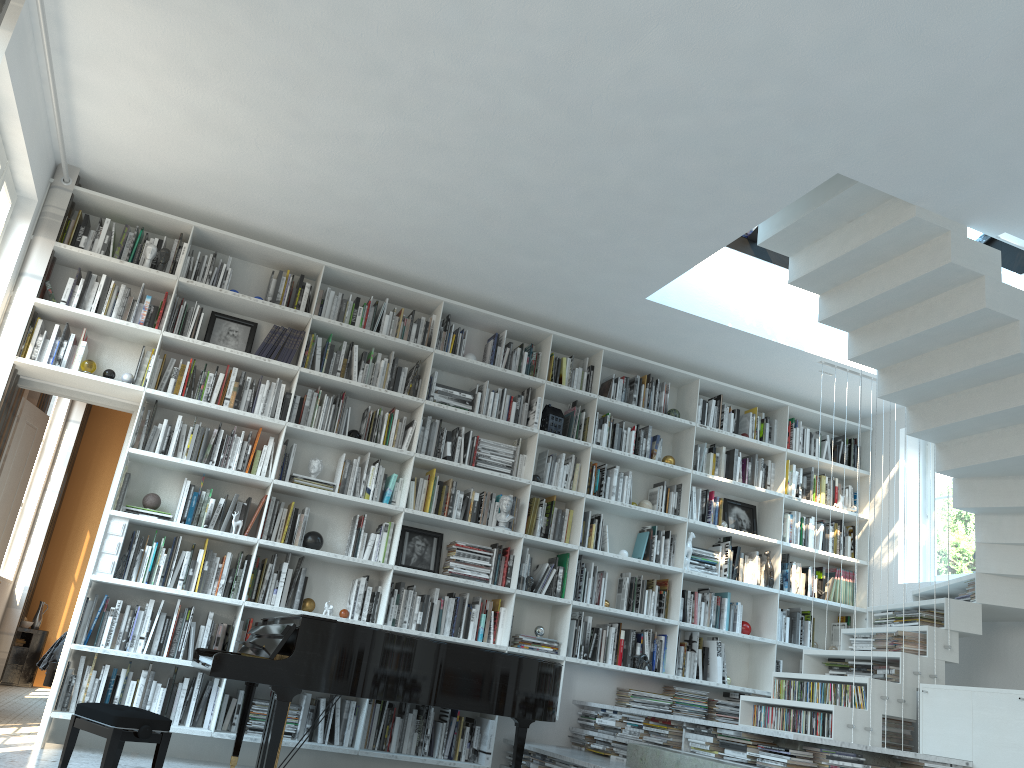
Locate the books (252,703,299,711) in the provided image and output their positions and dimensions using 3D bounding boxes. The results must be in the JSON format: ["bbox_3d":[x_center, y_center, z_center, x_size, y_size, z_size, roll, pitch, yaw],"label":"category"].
[{"bbox_3d":[-1.415,1.926,5.288,0.254,0.005,0.161,17,-21,-23],"label":"books"}]

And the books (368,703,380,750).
[{"bbox_3d":[-0.868,2.111,5.483,0.025,0.262,0.145,15,-19,-19],"label":"books"}]

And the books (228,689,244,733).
[{"bbox_3d":[-1.620,1.914,5.204,0.023,0.231,0.164,15,-20,-19],"label":"books"}]

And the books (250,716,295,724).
[{"bbox_3d":[-1.429,1.992,5.274,0.254,0.007,0.161,15,-20,-18],"label":"books"}]

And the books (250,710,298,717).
[{"bbox_3d":[-1.426,1.958,5.285,0.285,0.005,0.160,15,-20,-18],"label":"books"}]

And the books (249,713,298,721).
[{"bbox_3d":[-1.428,1.980,5.281,0.285,0.007,0.160,16,-20,-19],"label":"books"}]

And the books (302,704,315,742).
[{"bbox_3d":[-1.234,2.034,5.332,0.029,0.201,0.178,15,-20,-19],"label":"books"}]

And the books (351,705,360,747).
[{"bbox_3d":[-0.980,2.095,5.448,0.021,0.236,0.116,15,-19,-19],"label":"books"}]

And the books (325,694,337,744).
[{"bbox_3d":[-1.115,2.029,5.374,0.012,0.273,0.180,15,-19,-19],"label":"books"}]

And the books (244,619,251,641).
[{"bbox_3d":[-1.610,1.553,5.311,0.010,0.281,0.149,15,-19,-19],"label":"books"}]

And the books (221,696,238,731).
[{"bbox_3d":[-1.659,1.927,5.187,0.053,0.183,0.148,15,-20,-19],"label":"books"}]

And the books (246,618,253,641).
[{"bbox_3d":[-1.600,1.553,5.318,0.013,0.287,0.161,15,-19,-19],"label":"books"}]

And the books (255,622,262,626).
[{"bbox_3d":[-1.556,1.575,5.339,0.026,0.272,0.146,15,-19,-19],"label":"books"}]

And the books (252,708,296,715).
[{"bbox_3d":[-1.425,1.948,5.290,0.254,0.005,0.161,16,-20,-19],"label":"books"}]

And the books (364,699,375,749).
[{"bbox_3d":[-0.897,2.078,5.458,0.014,0.299,0.185,15,-19,-19],"label":"books"}]

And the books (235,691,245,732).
[{"bbox_3d":[-1.601,1.925,5.219,0.027,0.226,0.139,15,-19,-19],"label":"books"}]

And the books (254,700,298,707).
[{"bbox_3d":[-1.415,1.908,5.302,0.254,0.005,0.161,15,-20,-18],"label":"books"}]

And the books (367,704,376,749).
[{"bbox_3d":[-0.888,2.111,5.485,0.010,0.258,0.131,15,-19,-19],"label":"books"}]

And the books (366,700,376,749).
[{"bbox_3d":[-0.888,2.067,5.483,0.014,0.339,0.140,15,-19,-19],"label":"books"}]

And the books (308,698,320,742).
[{"bbox_3d":[-1.210,2.028,5.357,0.028,0.237,0.136,15,-19,-19],"label":"books"}]

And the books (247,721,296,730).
[{"bbox_3d":[-1.432,2.024,5.262,0.285,0.007,0.160,15,-20,-17],"label":"books"}]

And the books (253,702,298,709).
[{"bbox_3d":[-1.418,1.919,5.301,0.254,0.005,0.161,16,-20,-19],"label":"books"}]

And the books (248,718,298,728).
[{"bbox_3d":[-1.429,2.010,5.261,0.285,0.007,0.160,17,-20,-22],"label":"books"}]

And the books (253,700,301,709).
[{"bbox_3d":[-1.417,1.914,5.303,0.285,0.005,0.160,16,-20,-19],"label":"books"}]

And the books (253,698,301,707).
[{"bbox_3d":[-1.411,1.900,5.296,0.285,0.005,0.160,14,-19,-14],"label":"books"}]

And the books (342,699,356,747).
[{"bbox_3d":[-1.007,2.064,5.405,0.024,0.259,0.190,15,-20,-19],"label":"books"}]

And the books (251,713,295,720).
[{"bbox_3d":[-1.429,1.973,5.281,0.254,0.005,0.161,16,-20,-19],"label":"books"}]

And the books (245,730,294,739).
[{"bbox_3d":[-1.443,2.070,5.250,0.285,0.007,0.160,16,-20,-19],"label":"books"}]

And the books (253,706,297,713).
[{"bbox_3d":[-1.417,1.937,5.286,0.254,0.005,0.161,14,-20,-15],"label":"books"}]

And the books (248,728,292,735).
[{"bbox_3d":[-1.439,2.050,5.254,0.254,0.007,0.161,15,-20,-18],"label":"books"}]

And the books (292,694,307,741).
[{"bbox_3d":[-1.277,1.996,5.321,0.012,0.253,0.161,15,-19,-19],"label":"books"}]

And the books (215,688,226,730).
[{"bbox_3d":[-1.712,1.894,5.186,0.012,0.230,0.138,15,-19,-19],"label":"books"}]

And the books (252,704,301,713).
[{"bbox_3d":[-1.417,1.932,5.290,0.285,0.005,0.160,17,-20,-21],"label":"books"}]

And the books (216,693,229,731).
[{"bbox_3d":[-1.696,1.913,5.183,0.025,0.197,0.160,15,-20,-19],"label":"books"}]

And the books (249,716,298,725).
[{"bbox_3d":[-1.426,1.997,5.264,0.285,0.007,0.160,17,-21,-23],"label":"books"}]

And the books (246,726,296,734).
[{"bbox_3d":[-1.435,2.042,5.250,0.285,0.007,0.160,17,-20,-22],"label":"books"}]

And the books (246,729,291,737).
[{"bbox_3d":[-1.439,2.061,5.244,0.254,0.007,0.161,14,-20,-15],"label":"books"}]

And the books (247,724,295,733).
[{"bbox_3d":[-1.432,2.035,5.251,0.285,0.007,0.160,14,-19,-14],"label":"books"}]

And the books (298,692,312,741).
[{"bbox_3d":[-1.262,2.000,5.343,0.031,0.264,0.145,15,-19,-19],"label":"books"}]

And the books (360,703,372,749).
[{"bbox_3d":[-0.918,2.093,5.444,0.026,0.255,0.184,15,-20,-19],"label":"books"}]

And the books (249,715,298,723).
[{"bbox_3d":[-1.428,1.986,5.276,0.285,0.007,0.160,15,-20,-18],"label":"books"}]

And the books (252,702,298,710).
[{"bbox_3d":[-1.418,1.924,5.299,0.254,0.005,0.161,16,-20,-19],"label":"books"}]

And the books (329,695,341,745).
[{"bbox_3d":[-1.080,2.042,5.400,0.074,0.275,0.181,15,-19,-19],"label":"books"}]

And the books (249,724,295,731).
[{"bbox_3d":[-1.432,2.030,5.255,0.254,0.007,0.161,17,-20,-22],"label":"books"}]

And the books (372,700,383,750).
[{"bbox_3d":[-0.842,2.078,5.491,0.012,0.336,0.144,15,-19,-19],"label":"books"}]

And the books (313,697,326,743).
[{"bbox_3d":[-1.164,2.029,5.364,0.063,0.252,0.178,15,-20,-19],"label":"books"}]

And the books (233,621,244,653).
[{"bbox_3d":[-1.652,1.551,5.301,0.023,0.265,0.134,15,-19,-19],"label":"books"}]

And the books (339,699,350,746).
[{"bbox_3d":[-1.041,2.066,5.425,0.025,0.258,0.133,15,-19,-19],"label":"books"}]

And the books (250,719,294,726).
[{"bbox_3d":[-1.431,2.005,5.270,0.254,0.007,0.161,15,-20,-18],"label":"books"}]

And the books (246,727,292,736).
[{"bbox_3d":[-1.441,2.057,5.254,0.254,0.007,0.161,16,-20,-19],"label":"books"}]

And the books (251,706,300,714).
[{"bbox_3d":[-1.421,1.941,5.283,0.285,0.005,0.160,17,-20,-22],"label":"books"}]

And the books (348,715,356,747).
[{"bbox_3d":[-0.998,2.112,5.415,0.024,0.179,0.172,15,-20,-19],"label":"books"}]

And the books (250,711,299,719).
[{"bbox_3d":[-1.427,1.967,5.279,0.285,0.005,0.160,16,-20,-21],"label":"books"}]

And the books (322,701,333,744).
[{"bbox_3d":[-1.131,2.048,5.370,0.011,0.231,0.174,15,-20,-19],"label":"books"}]

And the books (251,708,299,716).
[{"bbox_3d":[-1.425,1.953,5.286,0.285,0.005,0.160,16,-20,-20],"label":"books"}]

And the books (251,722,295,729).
[{"bbox_3d":[-1.430,2.016,5.260,0.254,0.007,0.161,17,-20,-22],"label":"books"}]

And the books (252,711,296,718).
[{"bbox_3d":[-1.427,1.963,5.283,0.254,0.005,0.161,16,-20,-20],"label":"books"}]

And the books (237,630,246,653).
[{"bbox_3d":[-1.632,1.581,5.296,0.026,0.212,0.140,15,-19,-19],"label":"books"}]
